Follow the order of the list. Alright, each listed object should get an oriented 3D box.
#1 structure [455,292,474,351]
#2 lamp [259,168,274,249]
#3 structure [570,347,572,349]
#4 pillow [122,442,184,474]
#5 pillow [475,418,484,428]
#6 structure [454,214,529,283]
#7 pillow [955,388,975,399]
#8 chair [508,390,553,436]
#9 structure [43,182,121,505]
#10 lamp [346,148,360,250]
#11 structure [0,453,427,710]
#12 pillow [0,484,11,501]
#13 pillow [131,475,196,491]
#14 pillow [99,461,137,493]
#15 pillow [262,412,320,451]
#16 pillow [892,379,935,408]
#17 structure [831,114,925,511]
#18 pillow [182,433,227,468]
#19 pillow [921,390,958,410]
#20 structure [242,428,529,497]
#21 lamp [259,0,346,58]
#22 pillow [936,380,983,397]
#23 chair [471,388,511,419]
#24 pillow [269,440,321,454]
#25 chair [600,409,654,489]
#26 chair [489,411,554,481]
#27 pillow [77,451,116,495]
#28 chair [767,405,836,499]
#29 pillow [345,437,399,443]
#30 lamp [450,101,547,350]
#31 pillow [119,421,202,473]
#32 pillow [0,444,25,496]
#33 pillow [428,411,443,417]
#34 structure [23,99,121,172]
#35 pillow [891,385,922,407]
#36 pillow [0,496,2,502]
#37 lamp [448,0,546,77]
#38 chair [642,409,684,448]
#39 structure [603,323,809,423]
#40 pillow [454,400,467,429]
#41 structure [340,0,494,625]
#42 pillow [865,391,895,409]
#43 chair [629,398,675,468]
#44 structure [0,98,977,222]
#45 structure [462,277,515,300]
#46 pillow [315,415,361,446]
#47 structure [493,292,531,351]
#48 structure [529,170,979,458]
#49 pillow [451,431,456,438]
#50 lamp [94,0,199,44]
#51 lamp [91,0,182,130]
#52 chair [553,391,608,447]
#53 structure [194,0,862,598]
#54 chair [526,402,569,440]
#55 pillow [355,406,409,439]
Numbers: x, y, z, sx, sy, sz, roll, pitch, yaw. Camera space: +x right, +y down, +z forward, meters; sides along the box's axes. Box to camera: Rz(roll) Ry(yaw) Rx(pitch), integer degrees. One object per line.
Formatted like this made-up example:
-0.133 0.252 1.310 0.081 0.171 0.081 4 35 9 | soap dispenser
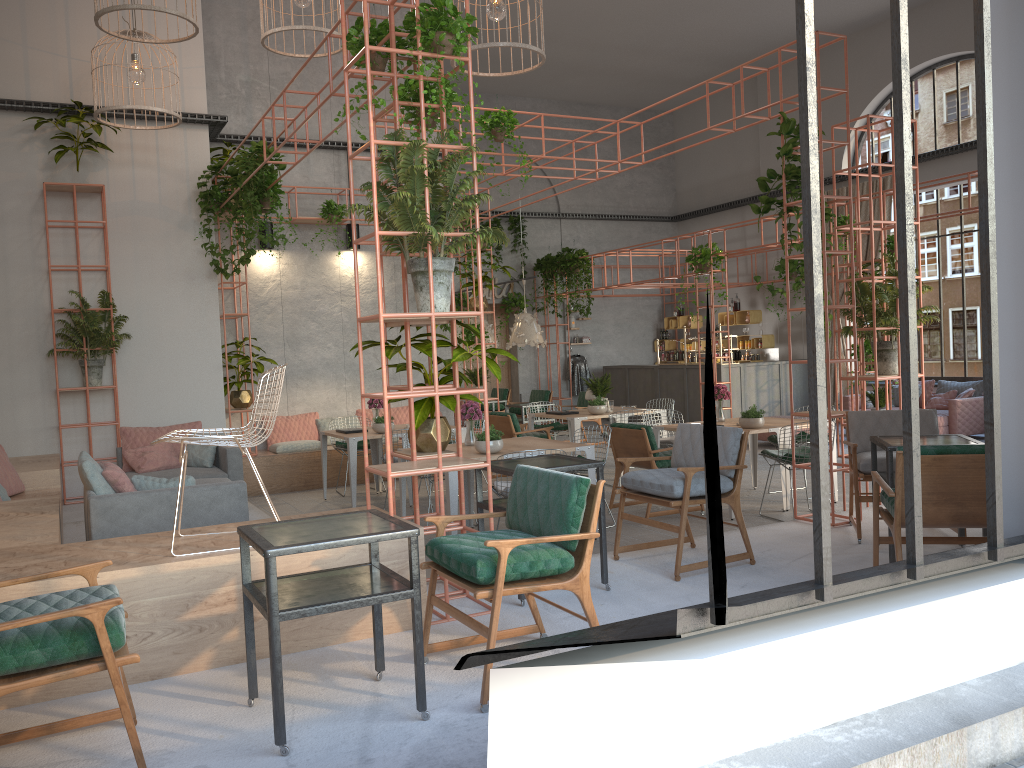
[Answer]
-1.170 -1.441 19.124 0.921 1.527 0.950 -2 2 7 | structure
-3.352 -2.551 12.005 0.179 1.425 0.185 -4 2 -27 | lamp
1.365 -0.820 20.332 0.066 0.044 0.019 -4 2 -27 | structure
-3.701 0.740 9.162 0.441 0.317 0.479 -1 3 44 | pillow
-0.581 0.639 14.270 0.491 0.149 0.637 -4 2 -26 | pillow
-0.527 -2.928 19.249 1.939 1.514 0.856 -4 3 -33 | structure
7.032 0.249 13.820 0.308 0.349 0.495 -2 2 23 | pillow
0.348 0.587 16.696 0.685 0.930 0.722 -4 2 -27 | chair
-4.915 -0.462 10.186 0.624 3.596 0.424 -4 2 -27 | structure
-2.276 -2.622 12.552 0.179 1.425 0.185 -4 2 -27 | lamp
-3.132 0.856 6.347 3.396 1.111 9.152 -4 2 -27 | structure
-4.418 0.867 7.514 0.289 0.385 0.666 -4 3 -32 | pillow
-2.476 0.803 6.434 0.499 0.324 0.307 -2 2 8 | pillow
-2.853 0.768 6.507 0.289 0.385 0.666 -4 2 -27 | pillow
-3.012 0.643 12.250 0.839 0.474 0.276 -4 3 -37 | pillow
6.765 0.165 15.073 0.276 0.474 0.839 -4 2 -27 | pillow
3.346 -0.562 8.071 0.624 3.602 0.424 -4 2 -27 | structure
-3.275 0.695 9.317 0.495 0.349 0.308 -2 2 23 | pillow
6.877 0.259 14.248 0.479 0.317 0.441 -1 3 44 | pillow
-2.925 1.028 14.732 4.386 0.500 5.831 -4 2 -27 | structure
-2.268 -5.317 9.283 0.883 3.476 0.883 -2 2 26 | lamp
7.166 0.180 14.260 0.273 0.476 0.836 -4 2 -27 | pillow
-0.439 0.564 18.240 0.685 0.930 0.722 -4 2 -27 | chair
-2.877 0.839 11.847 0.637 0.149 0.491 -4 2 -26 | pillow
1.404 0.754 10.796 0.565 0.941 0.717 -3 2 -11 | chair
0.118 0.800 11.277 0.685 0.917 0.722 -4 2 -27 | chair
-2.994 0.744 6.450 0.276 0.474 0.839 -4 2 -27 | pillow
3.146 0.719 9.606 0.717 0.941 0.565 -4 3 -31 | chair
-1.944 0.778 12.321 0.637 0.149 0.491 -4 2 -26 | pillow
-0.661 -2.619 16.180 0.704 4.052 4.456 -4 2 -27 | lamp
-3.719 0.665 9.452 0.836 0.476 0.273 -4 2 -27 | pillow
-4.715 0.814 8.045 0.276 0.474 0.839 -3 2 -7 | pillow
-1.287 0.578 13.103 0.666 0.385 0.289 -4 3 -32 | pillow
-4.897 -2.805 10.001 0.934 0.803 0.903 -1 3 35 | structure
6.626 0.206 15.018 0.289 0.385 0.666 -4 2 -27 | pillow
-4.134 0.831 6.904 0.276 0.474 0.839 -4 3 -37 | pillow
-0.209 -4.734 8.204 0.883 3.476 0.883 -2 2 26 | lamp
1.833 0.766 9.975 0.565 0.941 0.717 -4 2 -26 | chair
4.141 -0.231 18.965 2.579 2.022 4.057 -4 2 -27 | structure
-0.917 0.481 13.976 0.276 0.474 0.839 -4 3 -37 | pillow
-0.412 -0.469 4.995 0.748 3.623 0.722 -4 2 -27 | structure
6.254 0.270 15.095 0.500 0.324 0.307 -2 2 8 | pillow
1.867 0.683 12.078 0.717 0.941 0.565 -4 3 -31 | chair
0.678 -3.462 11.556 15.603 0.110 15.203 -4 2 -27 | structure
-0.541 -2.093 19.374 1.312 0.505 0.063 -4 2 -27 | structure
-2.428 0.654 12.523 0.666 0.385 0.289 -4 3 -32 | pillow
-0.014 -1.499 19.760 0.950 1.527 0.921 -4 3 -28 | structure
5.363 -0.915 14.297 4.157 4.247 14.689 -4 2 -27 | structure
-1.039 0.718 12.781 0.637 0.149 0.491 -4 2 -26 | pillow
-3.410 -4.998 8.041 0.883 3.476 0.883 -2 2 26 | lamp
-4.133 -4.604 9.564 0.883 3.476 0.883 -2 2 26 | lamp
1.151 0.610 15.119 0.685 0.929 0.722 -4 2 -27 | chair
-2.103 -1.049 12.280 4.501 4.345 14.096 -4 2 -28 | structure
0.554 0.730 12.447 0.565 0.941 0.717 -4 2 -26 | chair
-1.852 0.568 12.791 0.839 0.474 0.276 -3 2 -7 | pillow
